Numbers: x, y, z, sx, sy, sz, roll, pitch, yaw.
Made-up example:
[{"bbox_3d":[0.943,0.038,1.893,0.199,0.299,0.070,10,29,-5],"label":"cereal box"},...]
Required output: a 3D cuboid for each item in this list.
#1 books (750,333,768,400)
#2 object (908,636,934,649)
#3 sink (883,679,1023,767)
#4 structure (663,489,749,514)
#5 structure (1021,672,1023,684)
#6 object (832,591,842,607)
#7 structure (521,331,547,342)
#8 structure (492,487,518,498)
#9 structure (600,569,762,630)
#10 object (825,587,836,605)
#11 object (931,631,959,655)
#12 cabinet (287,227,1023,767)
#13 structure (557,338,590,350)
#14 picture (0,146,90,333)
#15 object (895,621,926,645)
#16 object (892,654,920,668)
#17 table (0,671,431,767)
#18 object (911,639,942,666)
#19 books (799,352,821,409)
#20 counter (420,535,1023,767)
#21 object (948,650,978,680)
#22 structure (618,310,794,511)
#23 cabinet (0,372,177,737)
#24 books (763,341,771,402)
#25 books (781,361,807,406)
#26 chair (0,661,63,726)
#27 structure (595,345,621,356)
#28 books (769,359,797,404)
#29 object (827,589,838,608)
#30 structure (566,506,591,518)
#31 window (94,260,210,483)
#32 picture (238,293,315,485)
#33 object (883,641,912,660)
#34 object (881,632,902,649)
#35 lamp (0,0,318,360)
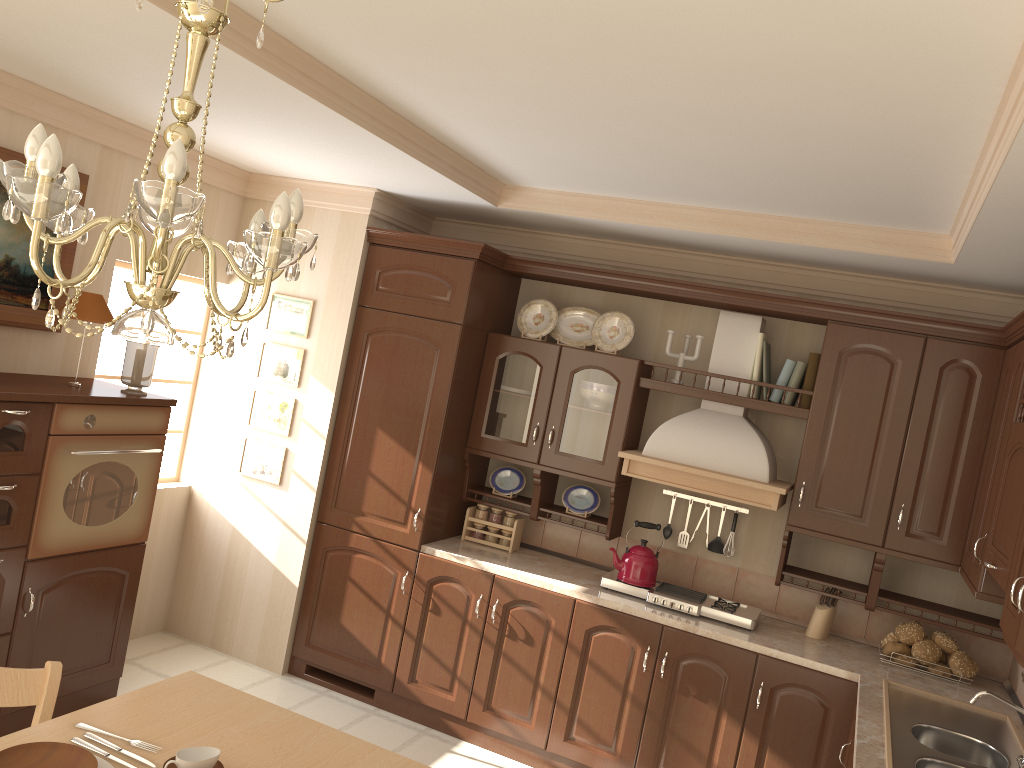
[{"bbox_3d":[1.166,-0.081,4.182,0.042,0.305,0.194,12,2,22],"label":"books"},{"bbox_3d":[1.780,1.127,3.850,0.113,0.092,0.110,11,2,-15],"label":"object"},{"bbox_3d":[1.467,1.120,2.893,0.448,0.348,1.077,12,2,22],"label":"sink"},{"bbox_3d":[0.946,0.575,4.342,0.422,0.020,0.008,12,2,22],"label":"structure"},{"bbox_3d":[1.760,0.858,2.863,0.131,0.361,0.256,12,2,22],"label":"structure"},{"bbox_3d":[1.457,1.013,4.020,0.050,0.159,0.022,11,2,-8],"label":"object"},{"bbox_3d":[0.122,-0.286,4.538,0.110,0.126,0.080,12,2,22],"label":"structure"},{"bbox_3d":[-0.027,0.520,4.620,0.110,0.126,0.080,12,2,22],"label":"structure"},{"bbox_3d":[0.769,0.982,4.076,0.710,0.054,0.325,12,2,22],"label":"structure"},{"bbox_3d":[1.427,1.011,4.031,0.052,0.191,0.027,10,2,-22],"label":"object"},{"bbox_3d":[1.848,1.101,3.784,0.112,0.078,0.125,12,2,17],"label":"object"},{"bbox_3d":[0.300,0.622,3.334,3.226,2.313,2.436,12,2,22],"label":"cabinet"},{"bbox_3d":[0.323,-0.246,4.513,0.154,0.126,0.080,12,2,22],"label":"structure"},{"bbox_3d":[-2.061,-0.580,3.350,0.036,0.687,0.990,12,2,22],"label":"picture"},{"bbox_3d":[1.716,1.072,3.821,0.118,0.105,0.100,12,2,17],"label":"object"},{"bbox_3d":[1.698,1.179,3.819,0.114,0.058,0.119,11,2,-13],"label":"object"},{"bbox_3d":[-0.860,1.225,1.593,0.900,0.774,1.567,12,2,22],"label":"table"},{"bbox_3d":[1.752,1.133,3.752,0.115,0.102,0.110,10,2,-39],"label":"object"},{"bbox_3d":[1.379,-0.010,4.085,0.052,0.254,0.205,12,2,22],"label":"books"},{"bbox_3d":[0.504,1.009,3.219,2.603,0.034,2.422,12,2,22],"label":"counter"},{"bbox_3d":[1.880,1.172,3.697,0.117,0.106,0.097,10,2,-22],"label":"object"},{"bbox_3d":[0.978,0.079,4.132,0.753,0.845,0.455,12,2,22],"label":"structure"},{"bbox_3d":[-2.081,0.650,3.266,0.538,1.349,1.513,12,2,22],"label":"cabinet"},{"bbox_3d":[1.200,-0.056,4.174,0.068,0.271,0.194,12,2,22],"label":"books"},{"bbox_3d":[1.314,0.000,4.109,0.080,0.209,0.205,12,2,22],"label":"books"},{"bbox_3d":[-1.191,1.117,1.931,0.517,0.846,0.462,12,2,39],"label":"chair"},{"bbox_3d":[0.484,-0.211,4.386,0.110,0.126,0.080,12,2,22],"label":"structure"},{"bbox_3d":[1.271,-0.009,4.136,0.086,0.209,0.205,12,2,22],"label":"books"},{"bbox_3d":[1.425,1.017,3.998,0.053,0.198,0.027,11,2,6],"label":"object"},{"bbox_3d":[0.344,0.597,4.462,0.110,0.126,0.080,12,2,22],"label":"structure"},{"bbox_3d":[-1.872,-0.031,4.451,0.050,1.100,0.765,12,2,22],"label":"window"},{"bbox_3d":[-1.223,0.022,4.591,0.268,0.964,0.010,12,2,22],"label":"picture"},{"bbox_3d":[1.657,1.152,3.814,0.114,0.092,0.104,10,2,-21],"label":"object"},{"bbox_3d":[1.675,1.135,3.883,0.123,0.109,0.092,11,2,-10],"label":"object"},{"bbox_3d":[-0.530,-0.549,1.483,0.501,0.982,0.502,11,2,-8],"label":"lamp"}]
